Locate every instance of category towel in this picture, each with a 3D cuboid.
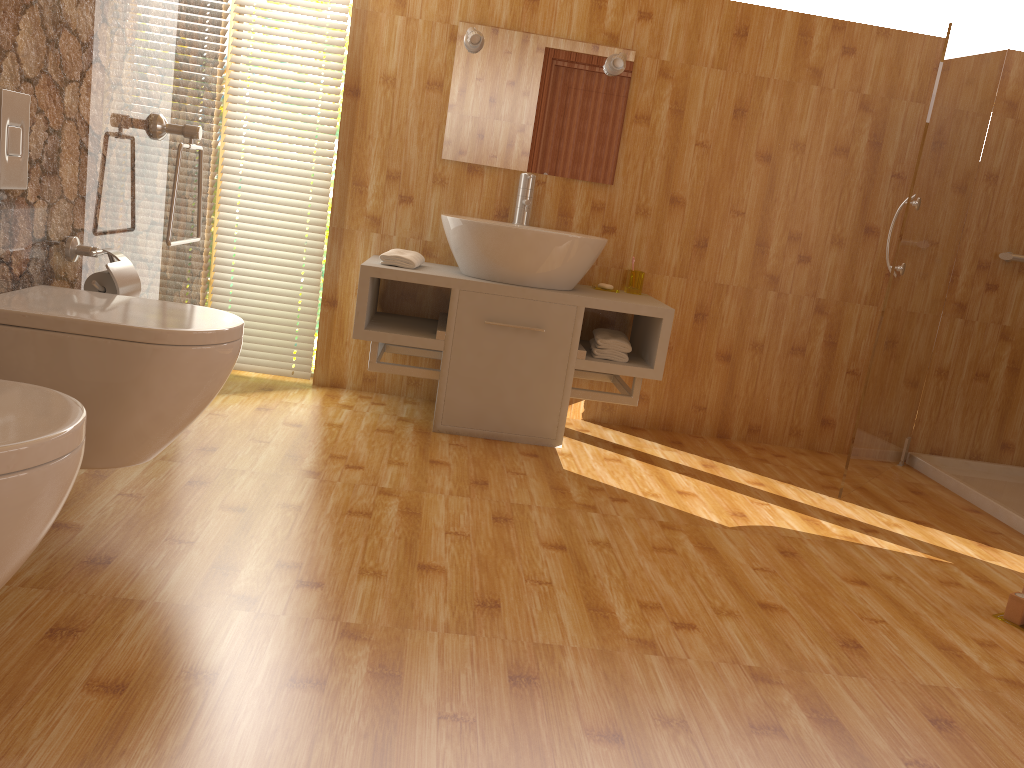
[{"bbox_3d":[-0.410,-0.470,3.319,0.140,0.048,0.225,9,12,0],"label":"towel"},{"bbox_3d":[0.372,-0.132,3.401,0.140,0.048,0.225,9,12,0],"label":"towel"},{"bbox_3d":[0.385,-0.169,3.403,0.140,0.048,0.225,9,12,0],"label":"towel"}]

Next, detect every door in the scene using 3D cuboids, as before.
[{"bbox_3d":[1.566,-0.686,3.300,0.077,2.147,0.983,17,14,34],"label":"door"}]

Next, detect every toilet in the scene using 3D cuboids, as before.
[{"bbox_3d":[-0.876,-0.003,1.985,0.507,0.337,0.371,8,12,-5],"label":"toilet"},{"bbox_3d":[-0.825,0.184,1.125,0.507,0.337,0.371,8,12,-5],"label":"toilet"}]

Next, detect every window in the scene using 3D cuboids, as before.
[{"bbox_3d":[0.852,-0.890,3.755,3.964,2.164,0.010,8,12,-5],"label":"window"}]

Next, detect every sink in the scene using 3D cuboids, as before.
[{"bbox_3d":[0.048,-0.592,3.345,0.634,0.409,0.533,8,12,-5],"label":"sink"}]

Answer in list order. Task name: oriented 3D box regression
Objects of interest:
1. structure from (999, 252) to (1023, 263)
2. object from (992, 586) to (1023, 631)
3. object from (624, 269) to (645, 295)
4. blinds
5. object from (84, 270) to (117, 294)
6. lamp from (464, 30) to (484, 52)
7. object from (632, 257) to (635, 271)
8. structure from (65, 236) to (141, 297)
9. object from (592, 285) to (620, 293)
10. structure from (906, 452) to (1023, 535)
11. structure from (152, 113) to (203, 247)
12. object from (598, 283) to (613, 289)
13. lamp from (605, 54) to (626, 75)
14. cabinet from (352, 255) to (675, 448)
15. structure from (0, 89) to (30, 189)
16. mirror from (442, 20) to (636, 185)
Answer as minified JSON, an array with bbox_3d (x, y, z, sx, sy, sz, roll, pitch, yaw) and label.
[{"bbox_3d":[2.359,-0.401,3.283,0.587,0.043,1.001,8,12,-5],"label":"structure"},{"bbox_3d":[1.356,0.561,2.280,0.141,0.131,0.141,1,14,-33],"label":"object"},{"bbox_3d":[0.499,-0.415,3.611,0.060,0.093,0.060,8,12,-5],"label":"object"},{"bbox_3d":[-0.890,-1.104,3.459,0.420,2.178,0.042,8,12,-5],"label":"blinds"},{"bbox_3d":[-1.030,-0.215,2.266,0.090,0.151,0.098,8,12,-5],"label":"object"},{"bbox_3d":[-0.143,-1.317,3.380,0.080,0.080,0.124,8,12,-5],"label":"lamp"},{"bbox_3d":[0.489,-0.450,3.588,0.012,0.132,0.063,14,13,23],"label":"object"},{"bbox_3d":[-1.042,-0.287,2.243,0.154,0.151,0.170,8,12,-5],"label":"structure"},{"bbox_3d":[0.378,-0.385,3.582,0.100,0.010,0.100,8,12,-5],"label":"object"},{"bbox_3d":[2.236,0.489,3.469,0.955,0.050,1.000,8,12,-5],"label":"structure"},{"bbox_3d":[-1.052,-0.638,2.773,0.133,0.387,0.332,8,12,-5],"label":"structure"},{"bbox_3d":[0.379,-0.393,3.583,0.050,0.023,0.075,15,13,30],"label":"object"},{"bbox_3d":[0.410,-1.243,3.429,0.080,0.080,0.124,8,12,-5],"label":"lamp"},{"bbox_3d":[-0.026,-0.119,3.450,1.136,0.570,0.517,8,12,-5],"label":"cabinet"},{"bbox_3d":[-1.049,-0.511,1.865,0.010,0.200,0.120,8,12,-5],"label":"structure"},{"bbox_3d":[0.103,-1.104,3.507,0.698,0.523,0.005,8,12,-5],"label":"mirror"}]
